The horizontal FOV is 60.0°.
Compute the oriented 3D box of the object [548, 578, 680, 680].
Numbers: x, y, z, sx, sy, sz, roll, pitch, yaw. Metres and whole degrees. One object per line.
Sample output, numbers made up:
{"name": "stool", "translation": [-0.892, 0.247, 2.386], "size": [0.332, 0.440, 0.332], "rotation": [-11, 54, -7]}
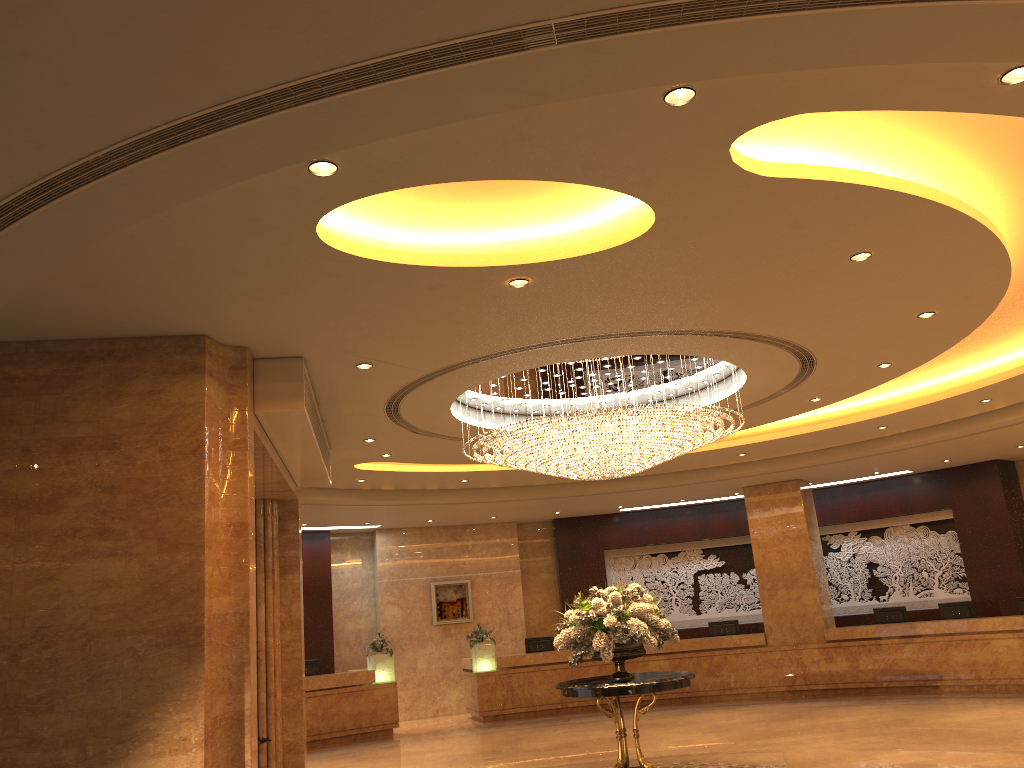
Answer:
{"name": "object", "translation": [1.136, 2.671, 9.628], "size": [1.277, 0.999, 1.318], "rotation": [-11, -16, 21]}

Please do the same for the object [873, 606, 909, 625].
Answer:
{"name": "object", "translation": [7.023, 4.376, 16.390], "size": [0.430, 0.500, 0.531], "rotation": [-2, -15, -12]}

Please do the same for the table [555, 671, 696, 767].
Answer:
{"name": "table", "translation": [1.249, 3.665, 9.332], "size": [1.493, 1.089, 1.493], "rotation": [-1, -16, -15]}

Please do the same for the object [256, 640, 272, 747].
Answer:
{"name": "object", "translation": [-3.366, 3.514, 9.681], "size": [1.250, 2.363, 0.843], "rotation": [3, -17, -28]}

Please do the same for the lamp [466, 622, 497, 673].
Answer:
{"name": "lamp", "translation": [-0.594, 5.151, 17.368], "size": [0.577, 0.925, 0.542], "rotation": [-3, -15, -7]}

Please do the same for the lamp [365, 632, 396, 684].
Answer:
{"name": "lamp", "translation": [-2.485, 5.108, 16.583], "size": [0.570, 0.923, 0.580], "rotation": [-2, -15, -12]}

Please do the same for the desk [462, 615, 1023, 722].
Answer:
{"name": "desk", "translation": [5.154, 5.100, 16.060], "size": [12.951, 1.155, 3.466], "rotation": [-12, -17, 24]}

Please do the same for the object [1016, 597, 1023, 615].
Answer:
{"name": "object", "translation": [8.741, 3.773, 14.724], "size": [0.430, 0.500, 0.531], "rotation": [-5, -15, -1]}

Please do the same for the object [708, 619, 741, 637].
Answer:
{"name": "object", "translation": [4.254, 4.984, 17.722], "size": [0.430, 0.500, 0.531], "rotation": [6, -19, -36]}

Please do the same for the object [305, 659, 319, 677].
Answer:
{"name": "object", "translation": [-3.923, 5.266, 15.993], "size": [0.918, 0.500, 0.397], "rotation": [2, -17, -26]}

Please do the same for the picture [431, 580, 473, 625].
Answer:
{"name": "picture", "translation": [-1.305, 4.746, 19.294], "size": [0.875, 0.890, 0.068], "rotation": [0, -16, -18]}

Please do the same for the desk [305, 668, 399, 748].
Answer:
{"name": "desk", "translation": [-4.289, 5.729, 15.250], "size": [5.227, 1.155, 1.570], "rotation": [9, -21, -43]}

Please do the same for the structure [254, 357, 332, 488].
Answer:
{"name": "structure", "translation": [-2.309, 0.557, 9.672], "size": [0.425, 0.483, 4.113], "rotation": [-3, -15, -9]}

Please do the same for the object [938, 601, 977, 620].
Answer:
{"name": "object", "translation": [7.884, 4.105, 15.670], "size": [0.430, 0.500, 0.531], "rotation": [-3, -15, -6]}

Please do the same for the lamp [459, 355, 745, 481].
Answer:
{"name": "lamp", "translation": [1.021, 0.500, 10.196], "size": [3.206, 1.196, 3.204], "rotation": [-13, -17, 27]}

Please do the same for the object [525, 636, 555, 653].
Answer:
{"name": "object", "translation": [0.567, 5.374, 17.939], "size": [0.531, 0.500, 0.430], "rotation": [-13, -17, 27]}
